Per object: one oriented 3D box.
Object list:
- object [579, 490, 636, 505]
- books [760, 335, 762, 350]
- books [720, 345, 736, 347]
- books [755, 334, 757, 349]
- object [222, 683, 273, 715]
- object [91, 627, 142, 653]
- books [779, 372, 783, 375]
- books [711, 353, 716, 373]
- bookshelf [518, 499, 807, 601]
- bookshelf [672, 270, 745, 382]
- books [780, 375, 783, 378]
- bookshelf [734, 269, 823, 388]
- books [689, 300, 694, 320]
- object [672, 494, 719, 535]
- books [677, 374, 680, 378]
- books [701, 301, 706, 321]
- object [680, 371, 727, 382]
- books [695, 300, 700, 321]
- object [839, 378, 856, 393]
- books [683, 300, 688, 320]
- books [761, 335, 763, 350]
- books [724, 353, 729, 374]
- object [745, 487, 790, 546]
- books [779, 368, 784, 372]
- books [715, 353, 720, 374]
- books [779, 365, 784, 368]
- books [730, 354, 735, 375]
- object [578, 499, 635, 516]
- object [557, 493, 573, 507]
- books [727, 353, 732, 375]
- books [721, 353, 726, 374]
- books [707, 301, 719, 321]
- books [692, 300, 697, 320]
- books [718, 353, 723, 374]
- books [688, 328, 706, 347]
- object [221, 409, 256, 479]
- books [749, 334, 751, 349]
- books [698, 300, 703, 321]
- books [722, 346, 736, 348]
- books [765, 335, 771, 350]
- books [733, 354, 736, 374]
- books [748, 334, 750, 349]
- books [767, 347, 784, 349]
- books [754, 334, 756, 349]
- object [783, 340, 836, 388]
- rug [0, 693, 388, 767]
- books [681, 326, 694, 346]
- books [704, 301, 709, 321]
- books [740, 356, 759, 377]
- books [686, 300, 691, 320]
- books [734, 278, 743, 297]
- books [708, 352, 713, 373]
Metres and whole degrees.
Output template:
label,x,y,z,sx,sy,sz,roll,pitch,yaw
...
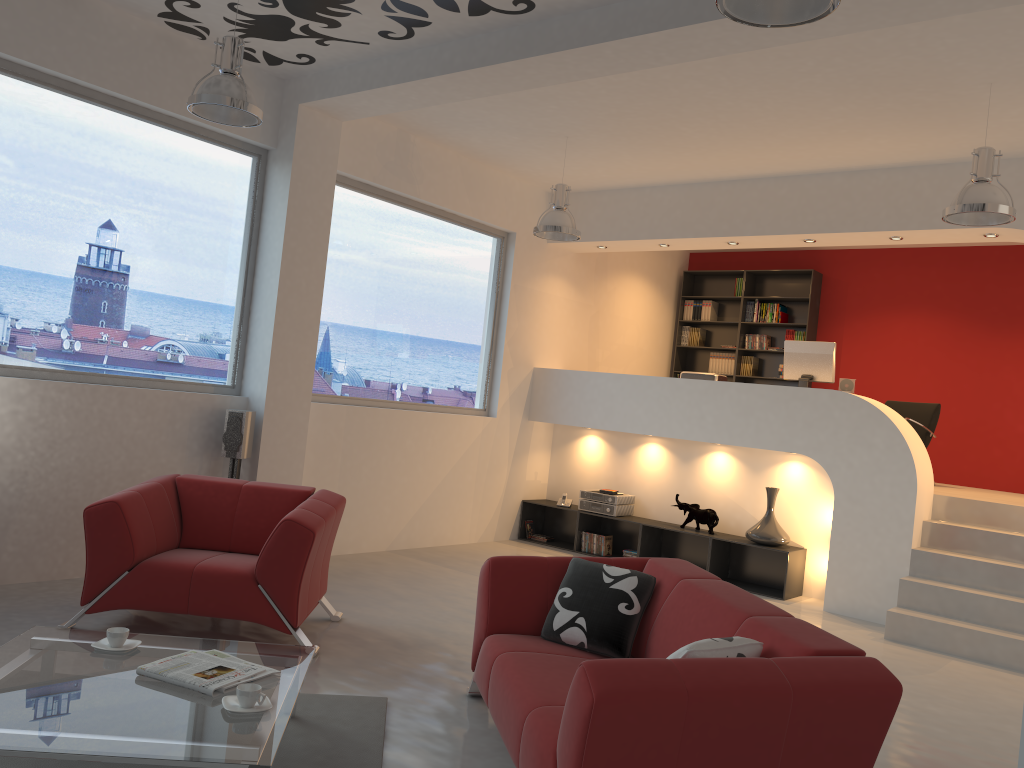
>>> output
label,x,y,z,sx,sy,sz,roll,pitch,yaw
object,0.917,1.090,8.557,0.430,0.077,0.349,5,-1,39
books,2.971,-0.482,10.490,0.031,0.190,0.135,5,-1,39
books,2.642,-0.454,10.748,0.190,0.015,0.135,5,-1,39
books,2.924,-0.486,10.527,0.031,0.190,0.135,5,-1,39
object,-0.854,1.015,2.868,0.153,0.069,0.153,7,-1,-25
object,-1.480,0.957,3.324,0.153,0.069,0.153,6,-1,5
books,3.230,-0.107,10.198,0.260,0.040,0.200,5,-1,39
books,2.503,-0.243,10.811,0.040,0.260,0.200,5,-1,39
bookshelf,1.281,1.480,8.221,2.764,0.397,0.405,5,-1,39
bookshelf,2.417,-0.264,10.840,0.816,2.213,0.305,5,-1,39
books,3.243,-0.065,10.189,0.260,0.040,0.200,5,-1,40
bookshelf,3.051,-0.207,10.329,0.816,2.213,0.305,5,-1,39
books,2.279,-0.898,11.058,0.040,0.260,0.200,5,-1,39
object,1.656,1.168,7.987,0.191,0.296,0.507,7,-1,-36
books,2.223,0.036,10.989,0.341,0.286,0.231,5,-1,39
books,2.405,-0.887,10.956,0.040,0.260,0.200,5,-1,39
object,1.885,0.010,8.535,0.397,0.217,0.458,5,-1,39
books,2.342,-0.893,11.007,0.040,0.260,0.200,5,-1,39
object,2.904,0.029,7.684,0.133,0.147,0.151,6,-1,22
books,2.216,-0.904,11.108,0.040,0.260,0.200,5,-1,39
books,2.982,-0.481,10.480,0.031,0.190,0.135,5,-1,39
books,2.629,-0.232,10.709,0.040,0.260,0.200,5,-1,39
object,2.191,1.123,7.536,0.369,0.481,0.369,6,-1,4
books,3.231,-0.147,10.201,0.260,0.040,0.200,5,-1,38
books,2.535,-0.240,10.785,0.040,0.260,0.200,5,-1,39
books,3.237,-0.187,10.189,0.260,0.040,0.200,5,-1,39
books,2.693,-0.226,10.658,0.040,0.260,0.200,5,-1,39
object,0.902,1.187,8.549,0.430,0.100,0.365,5,-1,39
object,0.524,1.142,8.754,0.130,0.117,0.146,6,-1,14
books,2.661,-0.229,10.684,0.040,0.260,0.200,5,-1,39
books,2.598,-0.234,10.735,0.040,0.260,0.200,5,-1,39
books,2.468,-0.881,10.906,0.040,0.260,0.200,5,-1,39
books,2.310,-0.895,11.033,0.040,0.260,0.200,5,-1,39
books,2.566,-0.237,10.760,0.040,0.260,0.200,5,-1,39
books,2.299,-0.568,11.022,0.146,0.240,0.170,5,-1,39
object,-1.925,0.734,6.106,0.214,1.112,0.229,6,-1,4
books,2.866,-0.492,10.574,0.031,0.190,0.135,5,-1,39
books,2.373,-0.890,10.982,0.040,0.260,0.200,5,-1,39
books,2.655,-0.438,10.736,0.190,0.015,0.135,5,-1,39
books,3.017,-0.478,10.452,0.031,0.190,0.135,5,-1,39
books,2.724,-0.223,10.633,0.040,0.260,0.200,5,-1,39
books,2.854,-0.493,10.584,0.031,0.190,0.135,5,-1,39
books,3.107,-0.412,10.374,0.190,0.015,0.135,5,-2,44
books,2.912,-0.487,10.537,0.031,0.190,0.135,5,-1,39
object,2.633,-0.150,7.854,0.458,0.452,0.230,5,-1,39
rug,-1.294,1.294,2.973,1.700,0.025,1.700,6,-1,-6
books,2.207,-0.585,11.098,0.090,0.256,0.181,5,-1,39
books,2.437,-0.884,10.931,0.040,0.260,0.200,5,-1,39
books,2.828,-0.203,10.563,0.146,0.240,0.170,5,-1,39
books,2.248,-0.901,11.083,0.040,0.260,0.200,5,-1,39
books,2.790,-1.143,10.692,0.146,0.240,0.170,5,-1,39
books,2.472,-0.246,10.836,0.040,0.260,0.200,5,-1,39
